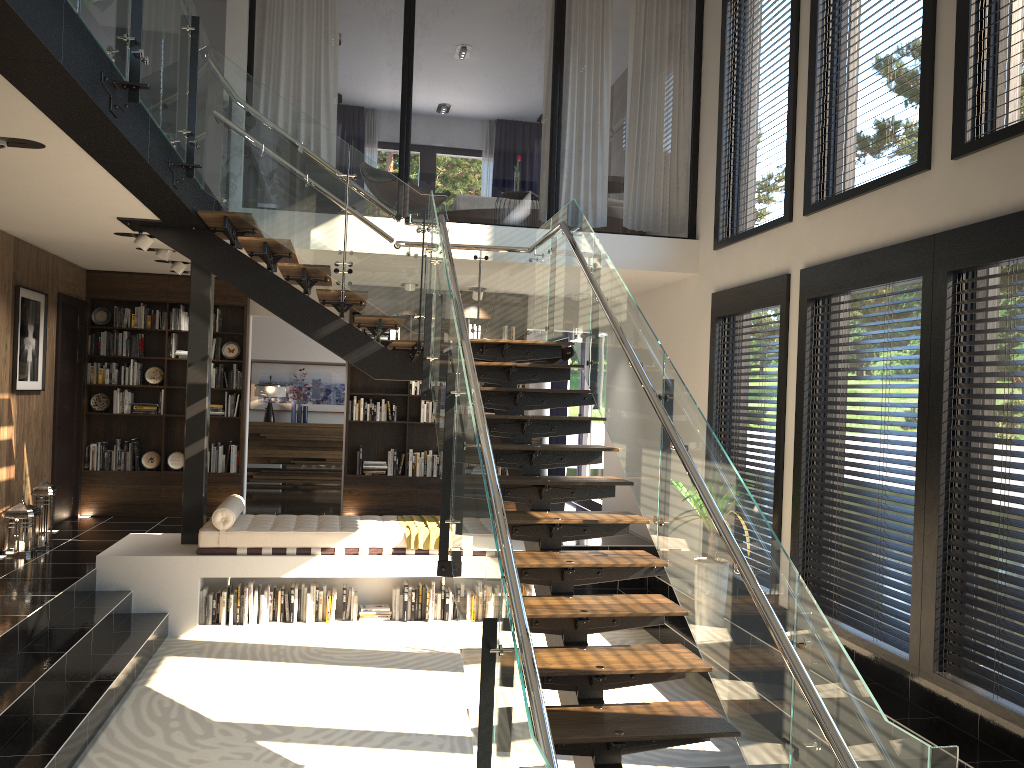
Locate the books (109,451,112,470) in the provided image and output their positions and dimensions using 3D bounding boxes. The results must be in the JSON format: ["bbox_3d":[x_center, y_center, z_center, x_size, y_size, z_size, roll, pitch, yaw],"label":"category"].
[{"bbox_3d":[-4.433,0.850,9.852,0.029,0.207,0.166,2,0,-11],"label":"books"}]

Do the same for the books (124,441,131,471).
[{"bbox_3d":[-4.278,0.798,9.858,0.016,0.322,0.218,2,0,-11],"label":"books"}]

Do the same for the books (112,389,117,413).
[{"bbox_3d":[-4.403,0.191,9.848,0.020,0.264,0.152,2,0,-11],"label":"books"}]

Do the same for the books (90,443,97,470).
[{"bbox_3d":[-4.624,0.804,9.803,0.014,0.282,0.232,2,0,-11],"label":"books"}]

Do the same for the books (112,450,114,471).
[{"bbox_3d":[-4.404,0.843,9.847,0.026,0.222,0.209,2,0,-11],"label":"books"}]

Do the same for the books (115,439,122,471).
[{"bbox_3d":[-4.359,0.785,9.825,0.016,0.341,0.217,2,0,-11],"label":"books"}]

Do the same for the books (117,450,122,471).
[{"bbox_3d":[-4.344,0.845,9.868,0.034,0.223,0.208,2,0,-11],"label":"books"}]

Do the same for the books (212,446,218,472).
[{"bbox_3d":[-3.358,0.850,10.025,0.029,0.286,0.138,2,0,-11],"label":"books"}]

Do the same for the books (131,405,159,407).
[{"bbox_3d":[-4.086,0.241,9.892,0.293,0.016,0.174,2,-1,-12],"label":"books"}]

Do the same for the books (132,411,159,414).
[{"bbox_3d":[-4.089,0.319,9.902,0.262,0.032,0.154,2,-1,-8],"label":"books"}]

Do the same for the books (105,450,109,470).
[{"bbox_3d":[-4.489,0.845,9.862,0.035,0.212,0.159,2,0,-11],"label":"books"}]

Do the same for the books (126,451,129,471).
[{"bbox_3d":[-4.260,0.855,9.882,0.033,0.208,0.192,2,0,-11],"label":"books"}]

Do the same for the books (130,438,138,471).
[{"bbox_3d":[-4.197,0.783,9.850,0.019,0.356,0.235,2,0,-11],"label":"books"}]

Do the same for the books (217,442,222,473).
[{"bbox_3d":[-3.312,0.829,10.029,0.016,0.332,0.195,2,0,-11],"label":"books"}]

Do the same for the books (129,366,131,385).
[{"bbox_3d":[-4.238,-0.095,9.884,0.027,0.214,0.159,2,0,-11],"label":"books"}]

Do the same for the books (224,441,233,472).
[{"bbox_3d":[-3.212,0.822,10.052,0.065,0.354,0.164,2,0,-11],"label":"books"}]

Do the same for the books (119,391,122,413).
[{"bbox_3d":[-4.334,0.204,9.861,0.032,0.245,0.120,2,0,-11],"label":"books"}]

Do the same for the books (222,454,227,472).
[{"bbox_3d":[-3.267,0.900,10.069,0.032,0.195,0.134,2,0,-11],"label":"books"}]

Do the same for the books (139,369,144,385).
[{"bbox_3d":[-4.137,-0.075,9.892,0.015,0.181,0.136,2,0,-11],"label":"books"}]

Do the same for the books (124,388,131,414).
[{"bbox_3d":[-4.276,0.188,9.858,0.032,0.279,0.133,2,0,-11],"label":"books"}]

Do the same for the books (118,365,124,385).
[{"bbox_3d":[-4.337,-0.100,9.861,0.053,0.216,0.151,2,0,-11],"label":"books"}]

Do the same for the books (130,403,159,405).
[{"bbox_3d":[-4.083,0.226,9.885,0.292,0.013,0.187,2,-1,-8],"label":"books"}]

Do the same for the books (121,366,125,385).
[{"bbox_3d":[-4.297,-0.094,9.833,0.016,0.205,0.204,2,0,-11],"label":"books"}]

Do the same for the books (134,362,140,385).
[{"bbox_3d":[-4.174,-0.116,9.874,0.021,0.260,0.197,2,0,-11],"label":"books"}]

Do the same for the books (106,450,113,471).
[{"bbox_3d":[-4.453,0.843,9.821,0.021,0.217,0.220,2,0,-11],"label":"books"}]

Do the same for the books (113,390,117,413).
[{"bbox_3d":[-4.374,0.195,9.817,0.026,0.257,0.192,2,0,-11],"label":"books"}]

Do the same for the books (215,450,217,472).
[{"bbox_3d":[-3.336,0.869,10.044,0.022,0.250,0.144,2,0,-11],"label":"books"}]

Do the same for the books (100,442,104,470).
[{"bbox_3d":[-4.530,0.799,9.839,0.018,0.301,0.195,2,0,-11],"label":"books"}]

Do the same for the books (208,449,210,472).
[{"bbox_3d":[-3.429,0.863,10.018,0.037,0.255,0.145,2,0,-11],"label":"books"}]

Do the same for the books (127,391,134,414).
[{"bbox_3d":[-4.249,0.203,9.881,0.030,0.253,0.138,2,0,-11],"label":"books"}]

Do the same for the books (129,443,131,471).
[{"bbox_3d":[-4.225,0.808,9.869,0.027,0.304,0.204,2,0,-11],"label":"books"}]

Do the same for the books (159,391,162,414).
[{"bbox_3d":[-3.922,0.211,9.933,0.032,0.261,0.157,2,0,-11],"label":"books"}]

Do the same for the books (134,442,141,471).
[{"bbox_3d":[-4.172,0.805,9.878,0.042,0.315,0.193,2,0,-10],"label":"books"}]

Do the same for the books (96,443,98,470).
[{"bbox_3d":[-4.556,0.796,9.806,0.016,0.304,0.217,2,0,-11],"label":"books"}]

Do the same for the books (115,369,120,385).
[{"bbox_3d":[-4.375,-0.077,9.846,0.026,0.167,0.173,2,0,-11],"label":"books"}]

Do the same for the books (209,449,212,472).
[{"bbox_3d":[-3.400,0.862,10.037,0.025,0.260,0.114,2,0,-11],"label":"books"}]

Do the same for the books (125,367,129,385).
[{"bbox_3d":[-4.260,-0.086,9.855,0.025,0.193,0.172,2,0,-11],"label":"books"}]

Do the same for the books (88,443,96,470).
[{"bbox_3d":[-4.652,0.801,9.830,0.032,0.288,0.180,2,0,-11],"label":"books"}]

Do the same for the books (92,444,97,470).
[{"bbox_3d":[-4.606,0.805,9.824,0.030,0.282,0.170,2,0,-11],"label":"books"}]

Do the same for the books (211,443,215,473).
[{"bbox_3d":[-3.376,0.832,10.017,0.012,0.322,0.177,2,0,-11],"label":"books"}]

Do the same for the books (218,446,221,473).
[{"bbox_3d":[-3.296,0.850,10.032,0.018,0.292,0.191,2,0,-11],"label":"books"}]

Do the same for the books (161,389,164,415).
[{"bbox_3d":[-3.892,0.199,9.913,0.018,0.286,0.157,2,0,-11],"label":"books"}]

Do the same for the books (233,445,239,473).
[{"bbox_3d":[-3.132,0.849,10.064,0.029,0.306,0.149,2,0,-11],"label":"books"}]

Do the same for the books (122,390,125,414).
[{"bbox_3d":[-4.305,0.194,9.860,0.024,0.265,0.148,2,0,-11],"label":"books"}]

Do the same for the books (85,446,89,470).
[{"bbox_3d":[-4.683,0.813,9.817,0.032,0.261,0.194,2,0,-11],"label":"books"}]

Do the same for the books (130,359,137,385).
[{"bbox_3d":[-4.210,-0.130,9.864,0.018,0.284,0.198,2,0,-11],"label":"books"}]

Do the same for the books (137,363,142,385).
[{"bbox_3d":[-4.156,-0.107,9.899,0.023,0.245,0.133,2,0,-11],"label":"books"}]

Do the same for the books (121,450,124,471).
[{"bbox_3d":[-4.309,0.846,9.873,0.036,0.222,0.173,2,0,-11],"label":"books"}]

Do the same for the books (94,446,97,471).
[{"bbox_3d":[-4.575,0.813,9.798,0.022,0.269,0.216,2,0,-11],"label":"books"}]

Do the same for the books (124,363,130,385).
[{"bbox_3d":[-4.283,-0.112,9.863,0.020,0.243,0.154,2,0,-11],"label":"books"}]

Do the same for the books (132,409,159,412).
[{"bbox_3d":[-4.089,0.292,9.904,0.266,0.021,0.152,2,-1,-12],"label":"books"}]

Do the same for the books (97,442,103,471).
[{"bbox_3d":[-4.540,0.796,9.803,0.015,0.306,0.222,2,0,-11],"label":"books"}]

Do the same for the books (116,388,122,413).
[{"bbox_3d":[-4.353,0.187,9.832,0.018,0.275,0.144,2,0,-11],"label":"books"}]

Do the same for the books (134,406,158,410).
[{"bbox_3d":[-4.088,0.266,9.904,0.244,0.033,0.142,2,-1,-14],"label":"books"}]

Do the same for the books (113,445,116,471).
[{"bbox_3d":[-4.379,0.814,9.839,0.017,0.282,0.232,2,0,-11],"label":"books"}]

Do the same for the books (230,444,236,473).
[{"bbox_3d":[-3.164,0.844,10.065,0.035,0.314,0.168,2,0,-11],"label":"books"}]

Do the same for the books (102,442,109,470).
[{"bbox_3d":[-4.510,0.798,9.836,0.020,0.304,0.189,2,0,-11],"label":"books"}]
